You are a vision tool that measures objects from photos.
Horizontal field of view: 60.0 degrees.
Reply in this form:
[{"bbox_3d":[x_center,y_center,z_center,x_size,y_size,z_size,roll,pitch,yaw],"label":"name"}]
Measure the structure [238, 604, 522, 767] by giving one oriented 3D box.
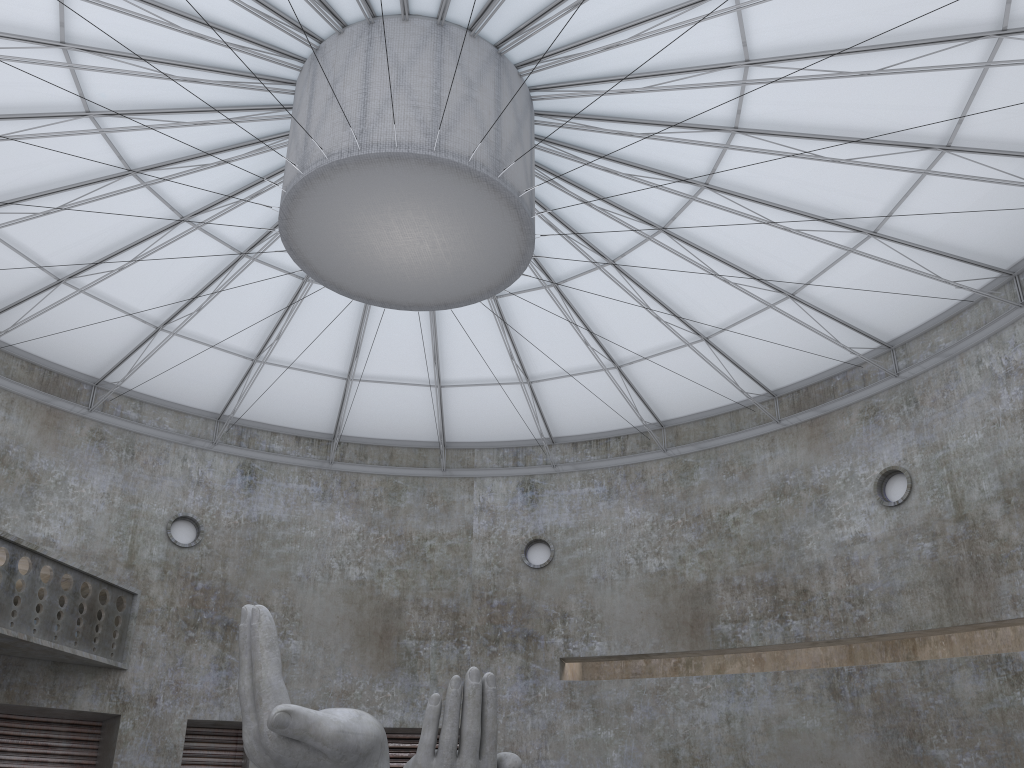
[{"bbox_3d":[-0.545,7.359,18.045,10.812,5.595,15.822,15,-30,-27],"label":"structure"}]
